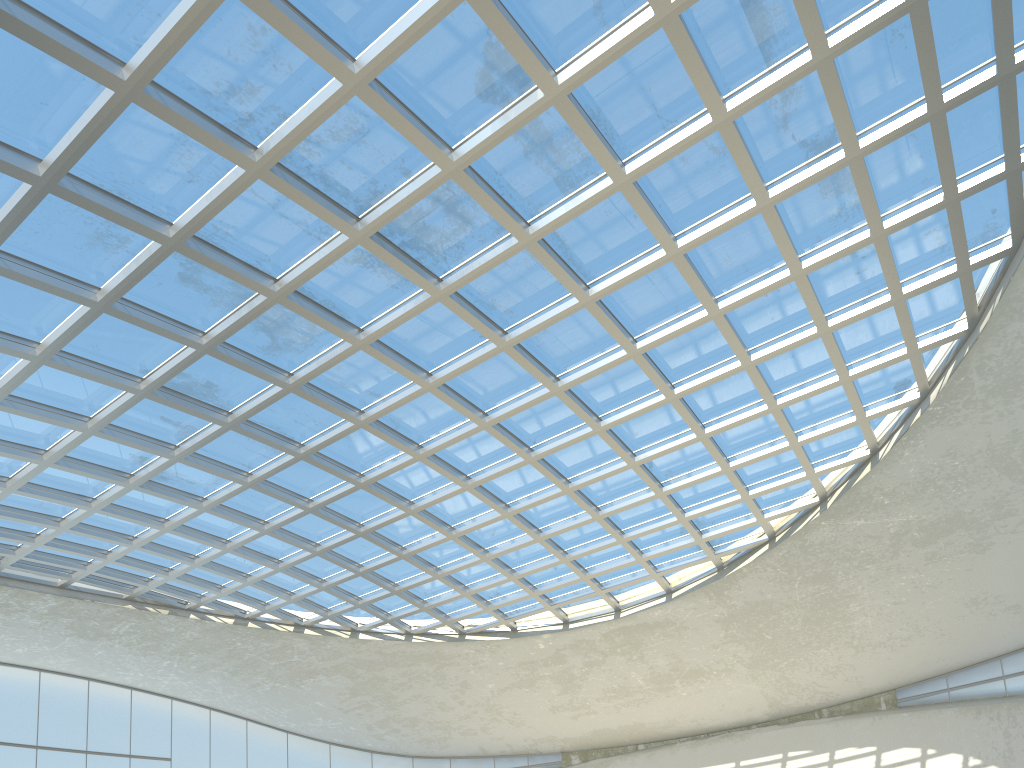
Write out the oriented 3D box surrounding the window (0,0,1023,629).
[{"bbox_3d":[-11.111,5.203,48.694,82.424,9.843,85.770,-23,-38,27],"label":"window"}]
